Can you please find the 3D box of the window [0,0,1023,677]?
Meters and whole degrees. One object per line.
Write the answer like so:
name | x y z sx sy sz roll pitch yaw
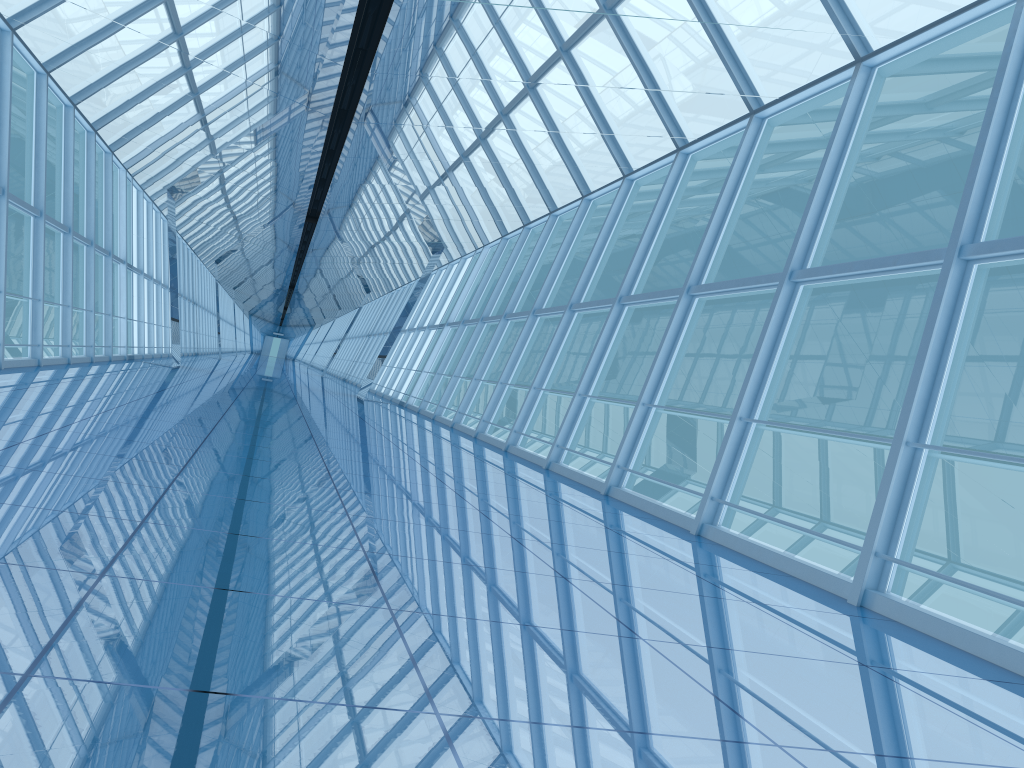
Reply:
window | -13.199 -3.455 48.623 9.773 4.919 107.523 11 -1 -16
